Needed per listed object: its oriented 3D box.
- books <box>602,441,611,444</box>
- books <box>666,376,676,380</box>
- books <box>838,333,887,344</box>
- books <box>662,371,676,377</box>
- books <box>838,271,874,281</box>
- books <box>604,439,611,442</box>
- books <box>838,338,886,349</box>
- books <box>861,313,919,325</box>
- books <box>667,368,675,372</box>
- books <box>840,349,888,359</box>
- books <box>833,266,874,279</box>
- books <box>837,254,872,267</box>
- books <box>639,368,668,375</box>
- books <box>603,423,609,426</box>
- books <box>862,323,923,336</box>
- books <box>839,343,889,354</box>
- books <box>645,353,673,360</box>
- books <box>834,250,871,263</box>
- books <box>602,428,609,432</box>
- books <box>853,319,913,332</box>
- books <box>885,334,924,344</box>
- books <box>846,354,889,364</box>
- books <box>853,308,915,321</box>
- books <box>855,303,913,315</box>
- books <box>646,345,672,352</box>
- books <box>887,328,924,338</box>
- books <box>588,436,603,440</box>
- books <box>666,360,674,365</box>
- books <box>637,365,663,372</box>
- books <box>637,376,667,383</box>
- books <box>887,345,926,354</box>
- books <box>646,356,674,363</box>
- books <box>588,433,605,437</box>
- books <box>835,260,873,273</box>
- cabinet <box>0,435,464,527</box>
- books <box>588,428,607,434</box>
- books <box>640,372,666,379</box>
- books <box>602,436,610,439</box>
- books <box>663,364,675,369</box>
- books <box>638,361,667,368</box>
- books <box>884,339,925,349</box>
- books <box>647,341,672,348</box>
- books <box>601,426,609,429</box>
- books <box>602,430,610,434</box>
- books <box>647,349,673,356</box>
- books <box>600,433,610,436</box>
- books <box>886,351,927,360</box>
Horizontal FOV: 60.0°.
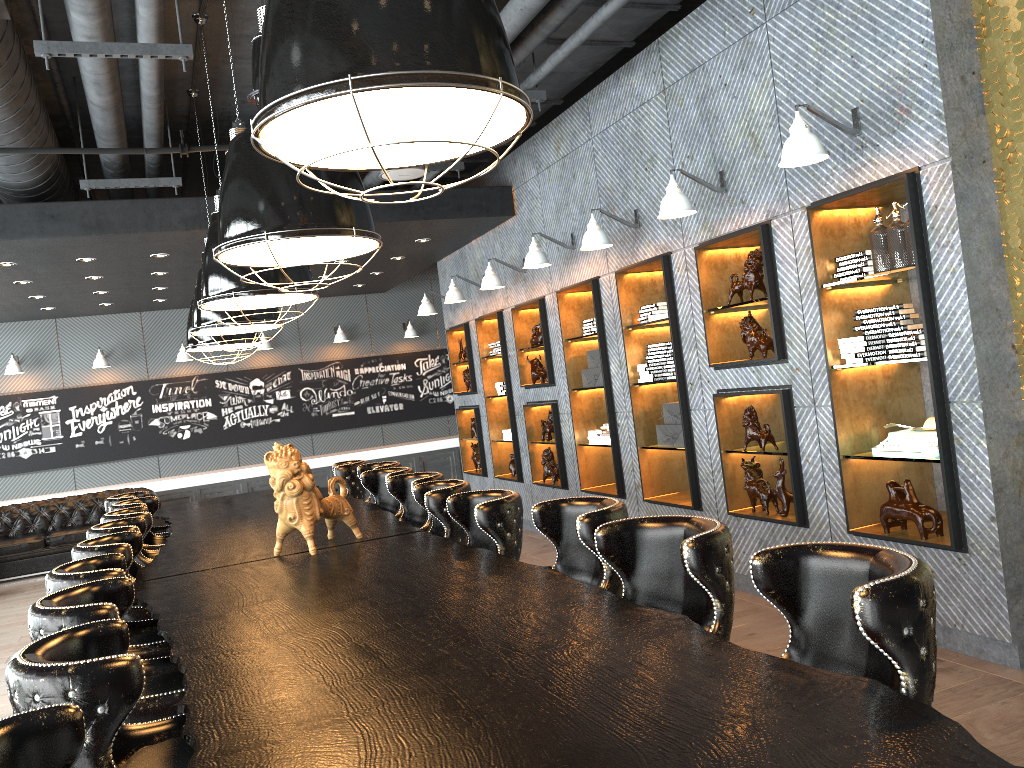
[{"bbox_3d":[0.886,0.487,7.511,0.167,0.023,0.228,-7,0,-22],"label":"books"},{"bbox_3d":[1.280,-0.059,6.532,0.193,0.028,0.245,-7,0,-18],"label":"books"},{"bbox_3d":[1.917,-0.248,4.782,0.245,0.028,0.193,-7,0,-24],"label":"books"},{"bbox_3d":[1.241,-0.083,6.540,0.193,0.028,0.245,-7,0,-11],"label":"books"},{"bbox_3d":[1.919,-0.583,4.781,0.193,0.028,0.245,-7,0,-17],"label":"books"},{"bbox_3d":[0.888,0.467,7.520,0.158,0.021,0.224,-7,0,-13],"label":"books"},{"bbox_3d":[1.921,-0.221,4.782,0.245,0.028,0.193,-7,0,-27],"label":"books"},{"bbox_3d":[1.989,-0.342,4.664,0.245,0.028,0.194,-7,0,38],"label":"books"},{"bbox_3d":[1.298,-0.118,6.551,0.193,0.028,0.245,-7,0,-26],"label":"books"},{"bbox_3d":[1.917,-0.163,4.746,0.245,0.028,0.193,-7,0,-1],"label":"books"},{"bbox_3d":[1.896,-0.608,4.804,0.193,0.028,0.245,-7,0,-18],"label":"books"},{"bbox_3d":[1.913,-0.667,4.771,0.193,0.028,0.245,-7,0,-22],"label":"books"},{"bbox_3d":[1.126,-0.098,6.824,0.245,0.028,0.193,-7,0,-16],"label":"books"},{"bbox_3d":[0.898,0.336,7.529,0.185,0.024,0.212,-7,0,-27],"label":"books"},{"bbox_3d":[2.010,-0.287,4.669,0.194,0.028,0.245,-7,0,-39],"label":"books"},{"bbox_3d":[1.933,-0.194,4.785,0.245,0.028,0.193,-7,0,-20],"label":"books"},{"bbox_3d":[1.156,-0.214,6.690,0.245,0.028,0.194,-7,0,40],"label":"books"},{"bbox_3d":[1.902,-0.694,4.791,0.193,0.028,0.245,-7,0,-19],"label":"books"},{"bbox_3d":[0.908,0.378,7.521,0.244,0.023,0.247,-7,0,-37],"label":"books"},{"bbox_3d":[1.950,-0.308,4.657,0.245,0.028,0.194,-7,0,44],"label":"books"},{"bbox_3d":[2.071,-0.238,4.535,0.193,0.028,0.245,-7,0,-16],"label":"books"},{"bbox_3d":[1.959,-0.140,4.782,0.245,0.028,0.193,-7,0,-7],"label":"books"},{"bbox_3d":[1.969,-0.368,4.691,0.194,0.028,0.245,-7,0,-42],"label":"books"},{"bbox_3d":[1.970,-0.396,4.693,0.245,0.028,0.194,-7,0,39],"label":"books"},{"bbox_3d":[1.163,-0.272,6.705,0.245,0.028,0.193,-7,0,29],"label":"books"},{"bbox_3d":[2.075,-0.267,4.516,0.193,0.028,0.245,-7,0,-23],"label":"books"},{"bbox_3d":[0.808,0.462,7.809,0.227,0.024,0.166,-7,0,36],"label":"books"},{"bbox_3d":[1.288,-0.174,6.530,0.193,0.028,0.245,-7,0,-27],"label":"books"},{"bbox_3d":[1.104,-0.123,6.785,0.245,0.028,0.193,-7,0,-9],"label":"books"},{"bbox_3d":[1.120,-0.040,6.808,0.245,0.028,0.193,-7,0,-29],"label":"books"},{"bbox_3d":[2.066,-0.181,4.509,0.193,0.028,0.245,-7,0,-9],"label":"books"},{"bbox_3d":[1.168,-0.187,6.691,0.245,0.028,0.194,-7,0,37],"label":"books"},{"bbox_3d":[0.818,0.436,7.838,0.243,0.024,0.175,-7,0,-23],"label":"books"},{"bbox_3d":[1.904,-0.638,4.776,0.193,0.028,0.245,-7,0,-20],"label":"books"},{"bbox_3d":[-3.192,1.560,10.421,8.423,0.827,6.308,-7,0,-22],"label":"cabinet"},{"bbox_3d":[0.810,0.411,7.797,0.225,0.029,0.179,-7,0,-37],"label":"books"},{"bbox_3d":[1.131,-0.070,6.771,0.245,0.028,0.193,-7,0,-23],"label":"books"},{"bbox_3d":[0.884,0.445,7.522,0.202,0.022,0.228,-7,0,-19],"label":"books"},{"bbox_3d":[1.269,-0.143,6.562,0.194,0.028,0.245,-7,0,-32],"label":"books"},{"bbox_3d":[1.112,-0.153,6.811,0.245,0.028,0.193,-7,0,-15],"label":"books"},{"bbox_3d":[2.065,-0.209,4.530,0.193,0.028,0.245,-7,0,-20],"label":"books"},{"bbox_3d":[1.174,-0.302,6.705,0.245,0.028,0.194,-7,0,43],"label":"books"},{"bbox_3d":[0.881,0.360,7.515,0.197,0.020,0.206,-7,0,-20],"label":"books"},{"bbox_3d":[0.882,0.403,7.527,0.197,0.023,0.248,-7,0,-5],"label":"books"},{"bbox_3d":[1.175,-0.245,6.722,0.245,0.028,0.194,-7,0,38],"label":"books"},{"bbox_3d":[0.877,0.425,7.518,0.205,0.019,0.264,-7,0,-23],"label":"books"},{"bbox_3d":[2.070,-0.153,4.507,0.193,0.028,0.245,-7,0,-21],"label":"books"}]
